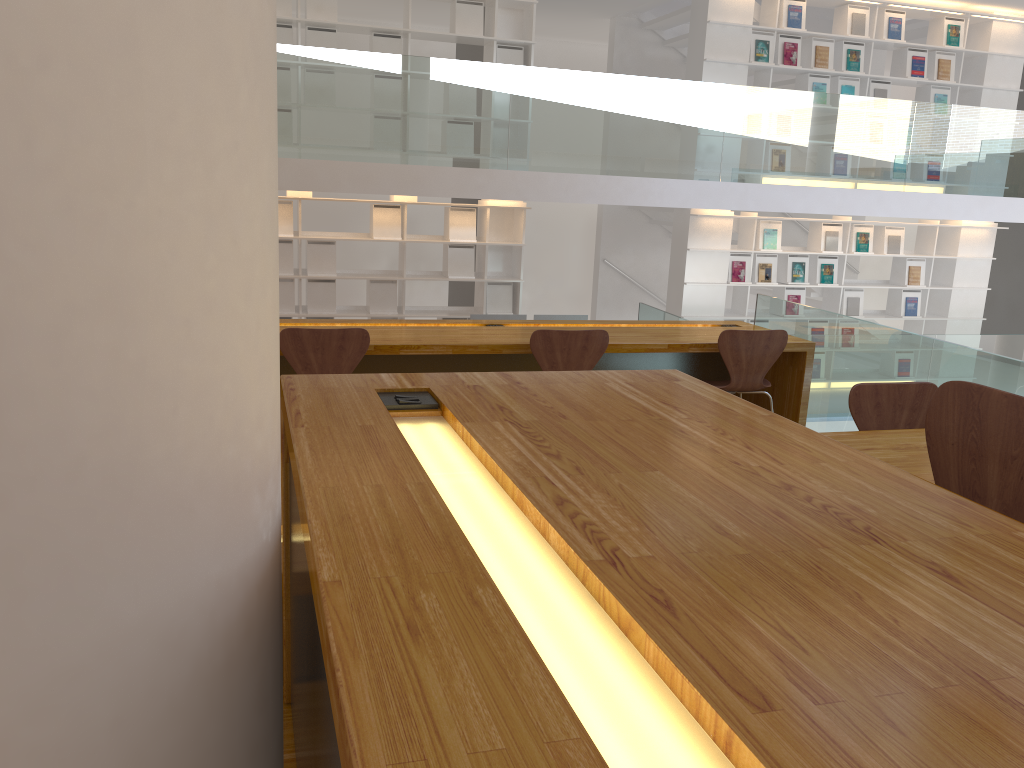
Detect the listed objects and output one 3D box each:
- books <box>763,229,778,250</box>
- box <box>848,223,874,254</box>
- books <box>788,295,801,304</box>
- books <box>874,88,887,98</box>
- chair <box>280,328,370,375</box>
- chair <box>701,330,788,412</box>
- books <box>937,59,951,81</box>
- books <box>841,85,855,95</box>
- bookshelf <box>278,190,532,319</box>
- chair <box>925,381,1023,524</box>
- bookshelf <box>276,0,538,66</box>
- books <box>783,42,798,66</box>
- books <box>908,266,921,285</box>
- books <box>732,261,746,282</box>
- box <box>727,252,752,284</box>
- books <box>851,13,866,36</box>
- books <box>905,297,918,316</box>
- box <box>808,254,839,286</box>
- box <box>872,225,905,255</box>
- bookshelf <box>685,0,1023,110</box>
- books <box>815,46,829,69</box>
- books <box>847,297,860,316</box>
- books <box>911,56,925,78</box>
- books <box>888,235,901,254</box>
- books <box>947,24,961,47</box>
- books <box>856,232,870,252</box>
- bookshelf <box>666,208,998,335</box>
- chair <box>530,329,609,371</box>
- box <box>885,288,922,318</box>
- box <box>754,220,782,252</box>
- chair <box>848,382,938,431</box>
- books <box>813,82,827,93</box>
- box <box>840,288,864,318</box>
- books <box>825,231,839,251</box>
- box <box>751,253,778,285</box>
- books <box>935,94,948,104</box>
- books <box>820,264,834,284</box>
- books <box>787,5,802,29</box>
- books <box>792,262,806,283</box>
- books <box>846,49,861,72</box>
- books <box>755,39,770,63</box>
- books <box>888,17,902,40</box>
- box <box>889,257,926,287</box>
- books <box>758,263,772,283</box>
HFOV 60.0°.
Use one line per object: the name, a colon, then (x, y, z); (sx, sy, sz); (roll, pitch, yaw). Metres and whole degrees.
books: (2.555, -1.427, 8.770); (0.145, 0.210, 0.037); (-1, 13, -17)
box: (3.572, -1.505, 9.174); (0.245, 0.296, 0.274); (-1, 13, -17)
books: (2.865, -0.797, 9.014); (0.145, 0.210, 0.037); (-1, 13, -17)
books: (3.646, -2.811, 8.778); (0.145, 0.210, 0.037); (-1, 13, -17)
chair: (-0.872, 0.058, 4.062); (0.428, 0.693, 0.381); (-1, 13, -17)
chair: (1.141, 0.031, 4.626); (0.428, 0.693, 0.381); (-1, 13, -17)
books: (4.343, -3.153, 8.913); (0.145, 0.210, 0.037); (-1, 13, -17)
books: (3.282, -2.812, 8.671); (0.145, 0.210, 0.037); (-1, 13, -17)
bookshelf: (-1.366, -0.761, 7.844); (2.984, 1.836, 0.498); (-1, 13, -17)
chair: (0.540, 0.368, 1.221); (0.381, 0.693, 0.428); (-1, 13, -17)
bookshelf: (-1.270, -2.772, 7.404); (2.984, 1.836, 0.498); (-1, 13, -17)
books: (2.639, -3.124, 8.403); (0.145, 0.210, 0.037); (-1, 13, -17)
books: (4.244, -1.136, 9.354); (0.145, 0.210, 0.037); (-1, 13, -17)
books: (2.236, -1.104, 8.752); (0.145, 0.210, 0.037); (-1, 13, -17)
box: (2.228, -1.161, 8.847); (0.245, 0.296, 0.274); (-1, 13, -17)
books: (3.335, -3.456, 8.533); (0.145, 0.210, 0.037); (-1, 13, -17)
books: (4.246, -0.815, 9.426); (0.145, 0.210, 0.037); (-1, 13, -17)
box: (3.193, -1.177, 9.136); (0.245, 0.296, 0.274); (-1, 13, -17)
box: (0.568, 0.251, 8.666); (7.125, 3.764, 0.498); (-1, 13, -17)
bookshelf: (3.487, -2.857, 8.831); (3.666, 1.836, 0.498); (-1, 13, -17)
books: (2.971, -3.128, 8.503); (0.145, 0.210, 0.037); (-1, 13, -17)
books: (3.547, -0.794, 9.219); (0.145, 0.210, 0.037); (-1, 13, -17)
books: (4.041, -3.150, 8.822); (0.145, 0.210, 0.037); (-1, 13, -17)
books: (3.963, -1.432, 9.196); (0.145, 0.210, 0.037); (-1, 13, -17)
books: (4.408, -3.475, 8.855); (0.145, 0.210, 0.037); (-1, 13, -17)
books: (3.591, -1.445, 9.080); (0.145, 0.210, 0.037); (-1, 13, -17)
bookshelf: (3.377, -0.857, 9.318); (3.666, 1.836, 0.397); (-1, 13, -17)
chair: (0.210, 0.047, 4.347); (0.428, 0.693, 0.381); (-1, 13, -17)
box: (4.220, -0.875, 9.518); (0.245, 0.296, 0.274); (-1, 13, -17)
box: (2.534, -1.486, 8.864); (0.245, 0.296, 0.274); (-1, 13, -17)
chair: (1.422, 0.371, 3.132); (0.428, 0.693, 0.381); (-1, 13, -17)
books: (2.972, -2.804, 8.575); (0.145, 0.210, 0.037); (-1, 13, -17)
box: (3.527, -0.863, 9.310); (0.245, 0.296, 0.274); (-1, 13, -17)
books: (3.236, -1.439, 8.974); (0.145, 0.210, 0.037); (-1, 13, -17)
box: (2.515, -1.168, 8.946); (0.245, 0.296, 0.274); (-1, 13, -17)
books: (4.344, -2.828, 8.986); (0.145, 0.210, 0.037); (-1, 13, -17)
books: (3.214, -1.117, 9.042); (0.145, 0.210, 0.037); (-1, 13, -17)
books: (2.657, -3.446, 8.330); (0.145, 0.210, 0.037); (-1, 13, -17)
books: (2.890, -1.123, 8.947); (0.145, 0.210, 0.037); (-1, 13, -17)
books: (3.313, -3.134, 8.602); (0.145, 0.210, 0.037); (-1, 13, -17)
books: (2.346, -3.115, 8.318); (0.145, 0.210, 0.037); (-1, 13, -17)
books: (3.737, -3.465, 8.653); (0.145, 0.210, 0.037); (-1, 13, -17)
box: (4.234, -1.196, 9.447); (0.245, 0.296, 0.274); (-1, 13, -17)
books: (2.526, -1.096, 8.851); (0.145, 0.210, 0.037); (-1, 13, -17)
